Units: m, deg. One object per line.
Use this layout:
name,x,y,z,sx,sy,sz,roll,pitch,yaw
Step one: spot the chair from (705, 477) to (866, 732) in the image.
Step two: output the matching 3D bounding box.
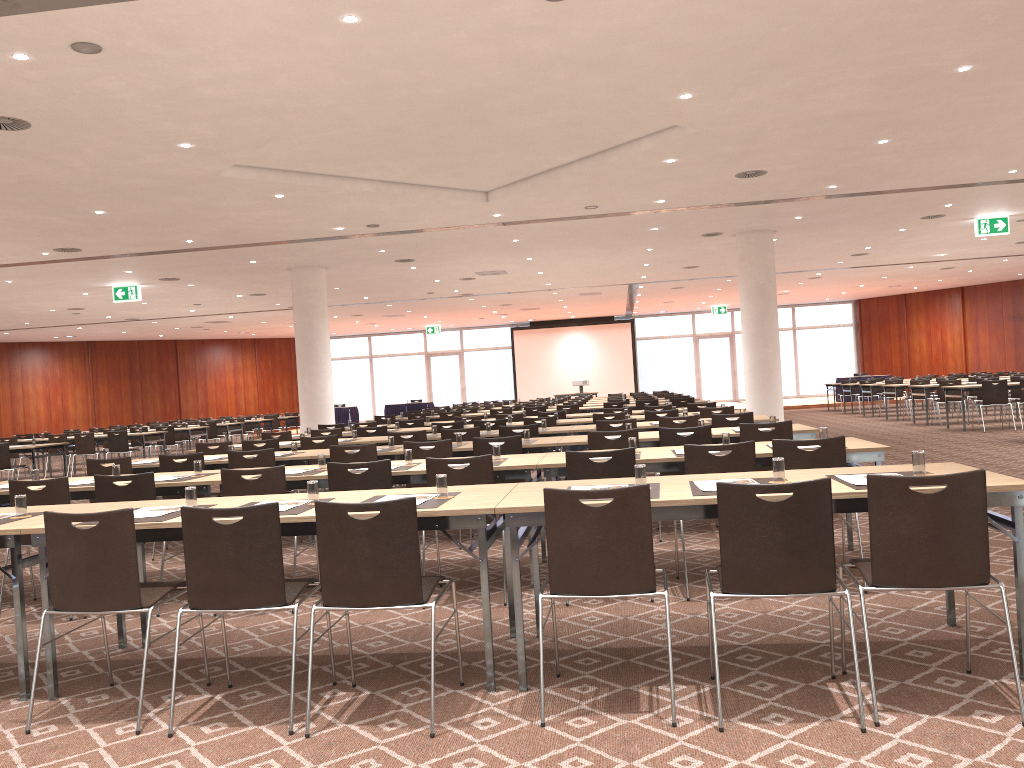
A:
chair,1.076,0.841,3.631,0.536,0.939,0.613,-3,0,10

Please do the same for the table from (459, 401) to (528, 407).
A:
table,-0.546,1.036,28.139,2.267,0.833,0.953,-3,0,7

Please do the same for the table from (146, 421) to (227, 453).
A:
table,-9.969,1.610,27.274,2.267,0.833,0.953,-3,0,7

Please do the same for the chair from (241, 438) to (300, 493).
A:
chair,-2.789,1.088,10.146,0.535,0.939,0.613,-3,0,6

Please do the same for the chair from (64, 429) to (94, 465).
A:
chair,-11.211,1.625,22.852,0.536,0.939,0.613,-3,0,9

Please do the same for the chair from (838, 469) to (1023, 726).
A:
chair,1.653,0.806,3.595,0.536,0.939,0.613,-3,0,9

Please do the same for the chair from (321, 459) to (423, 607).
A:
chair,-0.953,0.969,5.971,0.536,0.939,0.613,-3,0,8

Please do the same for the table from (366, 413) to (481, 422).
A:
table,-1.747,1.092,18.212,2.267,0.833,0.953,-3,0,7

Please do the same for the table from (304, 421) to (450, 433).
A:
table,-2.168,1.112,14.738,2.267,0.833,0.953,-3,0,7

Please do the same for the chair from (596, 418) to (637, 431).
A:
chair,1.166,0.846,9.699,0.535,0.939,0.613,-3,0,7

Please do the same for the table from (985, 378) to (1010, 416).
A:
table,12.257,0.241,20.533,2.267,0.833,0.953,-3,0,7

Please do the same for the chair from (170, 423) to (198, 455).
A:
chair,-8.279,1.445,22.353,0.535,0.939,0.613,-3,0,4

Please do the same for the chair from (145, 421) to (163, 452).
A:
chair,-10.709,1.601,26.760,0.535,0.939,0.613,-3,0,4

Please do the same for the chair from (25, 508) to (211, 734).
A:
chair,-1.807,1.018,4.060,0.536,0.939,0.613,-3,0,9

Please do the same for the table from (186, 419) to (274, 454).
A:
table,-7.960,1.483,25.014,2.267,0.833,0.953,-3,0,7

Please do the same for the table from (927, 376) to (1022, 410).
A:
table,12.737,0.218,24.504,2.267,0.833,0.953,-3,0,7

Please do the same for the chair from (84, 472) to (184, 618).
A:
chair,-2.557,1.067,6.124,0.536,0.939,0.613,-3,0,8

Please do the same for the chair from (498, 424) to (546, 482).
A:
chair,0.114,0.910,9.792,0.535,0.939,0.613,-3,0,6

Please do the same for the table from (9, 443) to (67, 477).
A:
table,-9.101,1.536,15.584,2.267,0.833,0.953,-3,0,7

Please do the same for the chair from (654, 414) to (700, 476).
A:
chair,1.830,0.805,9.660,0.535,0.939,0.613,-3,0,5

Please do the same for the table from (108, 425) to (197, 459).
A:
table,-10.209,1.621,25.288,2.267,0.833,0.953,-3,0,7

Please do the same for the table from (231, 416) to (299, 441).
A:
table,-7.720,1.472,26.999,2.267,0.833,0.953,-3,0,7

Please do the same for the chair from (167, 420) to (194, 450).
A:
chair,-10.028,1.559,26.737,0.536,0.939,0.613,-3,0,10

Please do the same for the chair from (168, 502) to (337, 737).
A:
chair,-1.157,0.978,3.938,0.535,0.939,0.613,-3,0,6

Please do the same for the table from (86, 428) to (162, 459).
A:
table,-10.449,1.632,23.303,2.267,0.833,0.953,-3,0,7

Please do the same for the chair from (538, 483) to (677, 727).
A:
chair,0.397,0.883,3.791,0.536,0.939,0.613,-3,0,9

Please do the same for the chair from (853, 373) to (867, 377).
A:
chair,12.021,0.091,30.457,0.535,0.939,0.613,-3,0,7

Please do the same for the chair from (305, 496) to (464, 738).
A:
chair,-0.556,0.941,3.830,0.536,0.939,0.613,-3,0,8

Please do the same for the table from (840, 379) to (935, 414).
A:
table,10.488,0.356,24.778,2.267,0.833,0.953,-3,0,7

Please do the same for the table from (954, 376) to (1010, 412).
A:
table,12.497,0.230,22.519,2.267,0.833,0.953,-3,0,7

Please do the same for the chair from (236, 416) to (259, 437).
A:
chair,-7.866,1.426,26.332,0.535,0.939,0.613,-3,0,4

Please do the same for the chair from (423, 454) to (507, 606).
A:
chair,-0.296,0.929,5.848,0.535,0.939,0.613,-3,0,6

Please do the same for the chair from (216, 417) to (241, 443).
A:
chair,-8.484,1.464,26.489,0.536,0.939,0.613,-3,0,7

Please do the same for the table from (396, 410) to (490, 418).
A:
table,-1.507,1.081,20.198,2.267,0.833,0.953,-3,0,7

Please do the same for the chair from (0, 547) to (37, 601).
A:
chair,-3.844,1.146,6.281,0.536,0.939,0.613,-3,0,8

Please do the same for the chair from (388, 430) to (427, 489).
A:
chair,-1.121,0.986,9.978,0.535,0.939,0.613,-3,0,4

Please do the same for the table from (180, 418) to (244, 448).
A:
table,-9.729,1.599,29.259,2.267,0.833,0.953,-3,0,7

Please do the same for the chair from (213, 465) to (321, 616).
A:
chair,-1.659,1.012,5.979,0.535,0.939,0.613,-3,0,5

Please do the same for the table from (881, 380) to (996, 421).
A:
table,10.007,0.379,20.808,2.267,0.833,0.953,-3,0,7

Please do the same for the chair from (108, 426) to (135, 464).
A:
chair,-9.886,1.543,22.549,0.535,0.939,0.613,-3,0,4

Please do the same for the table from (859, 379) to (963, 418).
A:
table,10.248,0.367,22.793,2.267,0.833,0.953,-3,0,7

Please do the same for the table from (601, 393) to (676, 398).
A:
table,3.953,0.760,27.590,2.267,0.833,0.953,-3,0,7

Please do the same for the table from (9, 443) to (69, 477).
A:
table,-9.101,1.536,15.584,2.267,0.833,0.953,-3,0,7

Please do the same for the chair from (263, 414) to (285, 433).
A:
chair,-7.096,1.379,26.379,0.535,0.939,0.613,-3,0,5

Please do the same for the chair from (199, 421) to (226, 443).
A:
chair,-7.582,1.402,22.409,0.536,0.939,0.613,-3,0,5

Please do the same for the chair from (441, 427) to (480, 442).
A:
chair,-0.531,0.950,9.948,0.535,0.939,0.613,-3,0,5

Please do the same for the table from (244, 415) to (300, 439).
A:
table,-7.479,1.461,28.984,2.267,0.833,0.953,-3,0,7

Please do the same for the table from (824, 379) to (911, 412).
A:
table,10.728,0.345,26.763,2.267,0.833,0.953,-3,0,7

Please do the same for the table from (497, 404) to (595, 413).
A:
table,0.742,0.943,19.923,2.267,0.833,0.953,-3,0,7

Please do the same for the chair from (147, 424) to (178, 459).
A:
chair,-8.891,1.482,22.509,0.535,0.939,0.613,-3,0,6

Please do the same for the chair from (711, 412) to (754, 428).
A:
chair,2.384,0.771,9.550,0.536,0.939,0.613,-3,0,9

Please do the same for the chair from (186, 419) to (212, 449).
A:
chair,-9.390,1.520,26.517,0.536,0.939,0.613,-3,0,8

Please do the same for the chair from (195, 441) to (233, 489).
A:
chair,-3.350,1.123,10.250,0.535,0.939,0.613,-3,0,4

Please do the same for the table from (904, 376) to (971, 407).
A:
table,12.978,0.207,26.489,2.267,0.833,0.953,-3,0,7

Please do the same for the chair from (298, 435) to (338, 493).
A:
chair,-2.133,1.048,10.144,0.535,0.939,0.613,-3,0,4

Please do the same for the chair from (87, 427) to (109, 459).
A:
chair,-10.499,1.581,22.705,0.536,0.939,0.613,-3,0,9

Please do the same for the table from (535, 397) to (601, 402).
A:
table,1.703,0.898,27.864,2.267,0.833,0.953,-3,0,7

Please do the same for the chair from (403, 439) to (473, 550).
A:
chair,-0.686,0.956,7.875,0.536,0.939,0.613,-3,0,8

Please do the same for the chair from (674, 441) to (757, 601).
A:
chair,1.323,0.829,5.650,0.535,0.939,0.613,-3,0,5

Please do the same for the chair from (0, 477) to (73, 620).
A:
chair,-3.157,1.104,6.162,0.535,0.939,0.613,-3,0,7
